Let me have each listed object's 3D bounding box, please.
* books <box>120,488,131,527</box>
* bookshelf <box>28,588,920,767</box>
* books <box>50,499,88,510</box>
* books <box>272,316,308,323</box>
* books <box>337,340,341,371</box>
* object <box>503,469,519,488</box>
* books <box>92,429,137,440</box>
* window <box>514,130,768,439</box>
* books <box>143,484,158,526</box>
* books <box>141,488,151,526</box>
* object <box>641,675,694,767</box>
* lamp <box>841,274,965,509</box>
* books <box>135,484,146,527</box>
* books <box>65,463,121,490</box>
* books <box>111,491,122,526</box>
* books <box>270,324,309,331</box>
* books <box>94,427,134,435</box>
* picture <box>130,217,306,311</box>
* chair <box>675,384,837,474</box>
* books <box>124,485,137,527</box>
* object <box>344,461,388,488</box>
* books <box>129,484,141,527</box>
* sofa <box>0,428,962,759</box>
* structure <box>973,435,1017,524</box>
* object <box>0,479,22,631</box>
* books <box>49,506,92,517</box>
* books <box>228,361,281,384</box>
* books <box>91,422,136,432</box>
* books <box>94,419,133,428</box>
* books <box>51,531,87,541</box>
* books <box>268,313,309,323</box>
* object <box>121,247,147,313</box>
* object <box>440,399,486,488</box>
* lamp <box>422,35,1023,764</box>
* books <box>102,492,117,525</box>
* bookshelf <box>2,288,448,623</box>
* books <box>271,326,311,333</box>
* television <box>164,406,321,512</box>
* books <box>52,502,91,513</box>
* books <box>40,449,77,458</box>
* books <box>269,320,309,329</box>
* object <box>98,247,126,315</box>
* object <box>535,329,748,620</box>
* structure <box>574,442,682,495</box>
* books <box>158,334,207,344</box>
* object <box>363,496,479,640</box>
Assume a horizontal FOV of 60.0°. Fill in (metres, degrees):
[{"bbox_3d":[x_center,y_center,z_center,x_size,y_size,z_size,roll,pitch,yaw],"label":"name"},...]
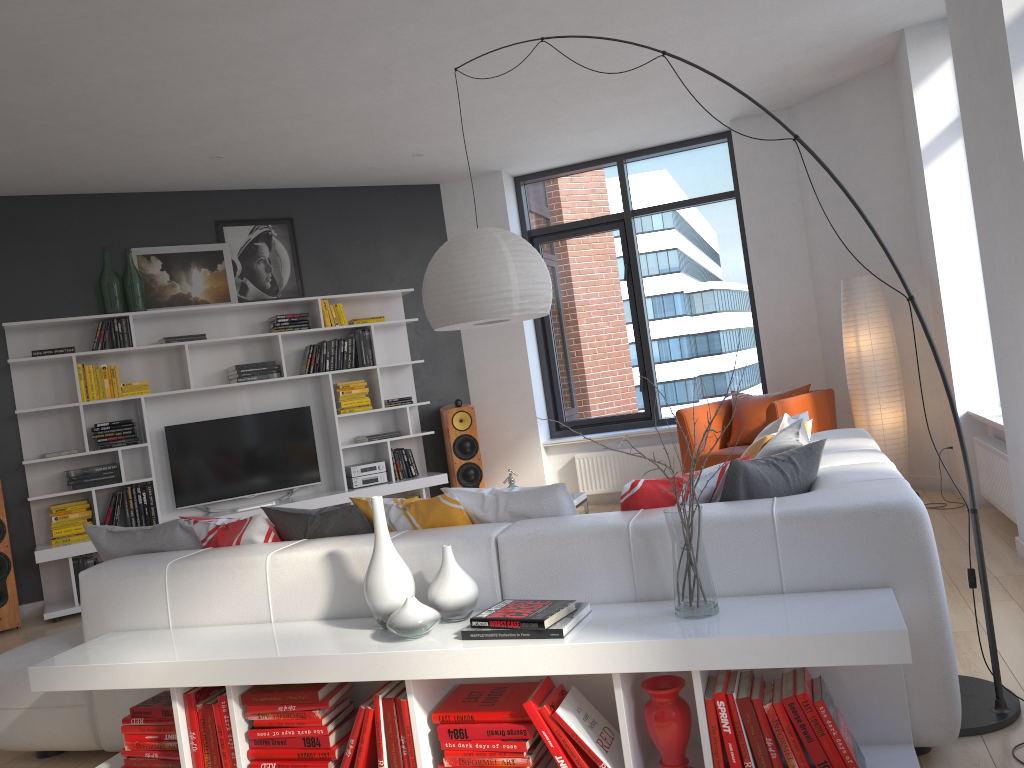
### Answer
[{"bbox_3d":[-2.799,0.909,6.431,0.028,0.301,0.213,-8,0,-27],"label":"books"},{"bbox_3d":[-0.231,0.971,2.599,2.600,0.500,0.356,-8,0,18],"label":"bookshelf"},{"bbox_3d":[-3.147,0.856,6.312,0.234,0.024,0.171,-8,0,-23],"label":"books"},{"bbox_3d":[-1.767,-0.502,7.051,0.246,0.026,0.180,-8,0,-25],"label":"books"},{"bbox_3d":[-1.416,-0.224,7.167,0.069,0.242,0.172,-8,0,-26],"label":"books"},{"bbox_3d":[-0.073,0.602,4.834,0.330,0.265,0.330,-8,0,42],"label":"object"},{"bbox_3d":[-2.876,0.364,6.425,0.284,0.030,0.214,-8,0,-19],"label":"books"},{"bbox_3d":[1.127,-0.822,7.832,1.960,2.402,0.170,-8,0,18],"label":"window"},{"bbox_3d":[-2.653,0.888,6.511,0.051,0.297,0.230,-8,0,-27],"label":"books"},{"bbox_3d":[-2.686,0.904,6.491,0.028,0.272,0.200,-8,0,-27],"label":"books"},{"bbox_3d":[0.419,0.922,2.359,0.125,0.258,0.125,-8,0,-5],"label":"object"},{"bbox_3d":[2.537,0.027,5.914,0.502,1.550,0.804,-8,0,-22],"label":"lamp"},{"bbox_3d":[-2.721,0.890,6.482,0.034,0.315,0.239,-8,0,-27],"label":"books"},{"bbox_3d":[-3.012,0.665,6.365,0.343,0.137,0.277,-8,0,-27],"label":"books"},{"bbox_3d":[-2.855,0.921,6.400,0.100,0.289,0.210,-8,0,-28],"label":"books"},{"bbox_3d":[-1.769,-0.448,7.055,0.264,0.020,0.189,-8,0,-29],"label":"books"},{"bbox_3d":[-2.882,0.339,6.428,0.264,0.020,0.189,-8,0,-24],"label":"books"},{"bbox_3d":[-2.299,-0.936,6.960,1.279,0.707,0.076,-8,0,-27],"label":"picture"},{"bbox_3d":[1.829,0.471,6.456,0.843,0.858,0.896,-8,0,-40],"label":"chair"},{"bbox_3d":[-2.775,0.897,6.450,0.034,0.314,0.237,-8,0,-27],"label":"books"},{"bbox_3d":[-1.201,0.739,7.231,0.285,0.174,0.270,-8,0,-27],"label":"object"},{"bbox_3d":[-2.748,0.888,6.468,0.026,0.326,0.237,-8,0,-27],"label":"books"},{"bbox_3d":[-0.042,0.817,4.091,3.424,0.732,2.614,-8,0,18],"label":"sofa"},{"bbox_3d":[2.697,0.561,4.824,0.110,0.460,1.015,-8,0,18],"label":"structure"},{"bbox_3d":[-3.560,1.125,5.968,0.290,1.088,0.434,-8,0,-42],"label":"object"},{"bbox_3d":[-3.130,0.903,6.295,0.238,0.023,0.167,-8,0,-12],"label":"books"},{"bbox_3d":[-2.012,-0.087,6.920,0.343,0.137,0.277,-8,0,-32],"label":"books"},{"bbox_3d":[-2.890,0.314,6.447,0.284,0.030,0.214,-8,0,-19],"label":"books"},{"bbox_3d":[-2.881,0.285,6.423,0.246,0.026,0.180,-8,0,-20],"label":"books"},{"bbox_3d":[-3.104,1.061,6.279,0.269,0.025,0.213,-8,0,-24],"label":"books"},{"bbox_3d":[-1.779,-0.527,7.060,0.266,0.030,0.209,-8,0,-34],"label":"books"},{"bbox_3d":[-2.813,-0.764,6.573,0.157,0.507,0.157,-8,0,-14],"label":"object"},{"bbox_3d":[-0.411,0.668,7.590,0.290,1.088,0.434,-8,0,-12],"label":"object"},{"bbox_3d":[0.729,-0.253,3.076,0.710,2.647,3.199,-8,0,-36],"label":"lamp"},{"bbox_3d":[-2.908,0.931,6.392,0.142,0.284,0.232,-8,0,-27],"label":"books"},{"bbox_3d":[-2.030,0.416,6.776,3.000,2.052,0.455,-8,0,-27],"label":"bookshelf"},{"bbox_3d":[-1.762,-0.423,7.052,0.284,0.030,0.214,-8,0,-24],"label":"books"},{"bbox_3d":[-2.062,0.595,6.871,1.102,0.704,0.207,-8,0,-27],"label":"television"},{"bbox_3d":[-3.124,0.877,6.296,0.234,0.024,0.171,-8,0,-23],"label":"books"},{"bbox_3d":[-3.191,0.492,6.249,0.209,0.030,0.266,-8,0,-34],"label":"books"},{"bbox_3d":[-1.778,-0.472,7.074,0.284,0.030,0.214,-8,0,-24],"label":"books"},{"bbox_3d":[-2.924,-0.747,6.451,0.157,0.507,0.157,-8,0,-14],"label":"object"},{"bbox_3d":[0.452,0.248,2.323,0.607,0.744,0.406,-8,0,-32],"label":"object"},{"bbox_3d":[1.277,0.745,7.518,1.474,0.460,0.110,-8,0,18],"label":"structure"},{"bbox_3d":[-2.483,-0.327,6.674,0.310,0.047,0.250,-8,0,-32],"label":"books"},{"bbox_3d":[-0.308,0.529,2.662,0.316,0.398,0.319,-8,0,42],"label":"object"}]
